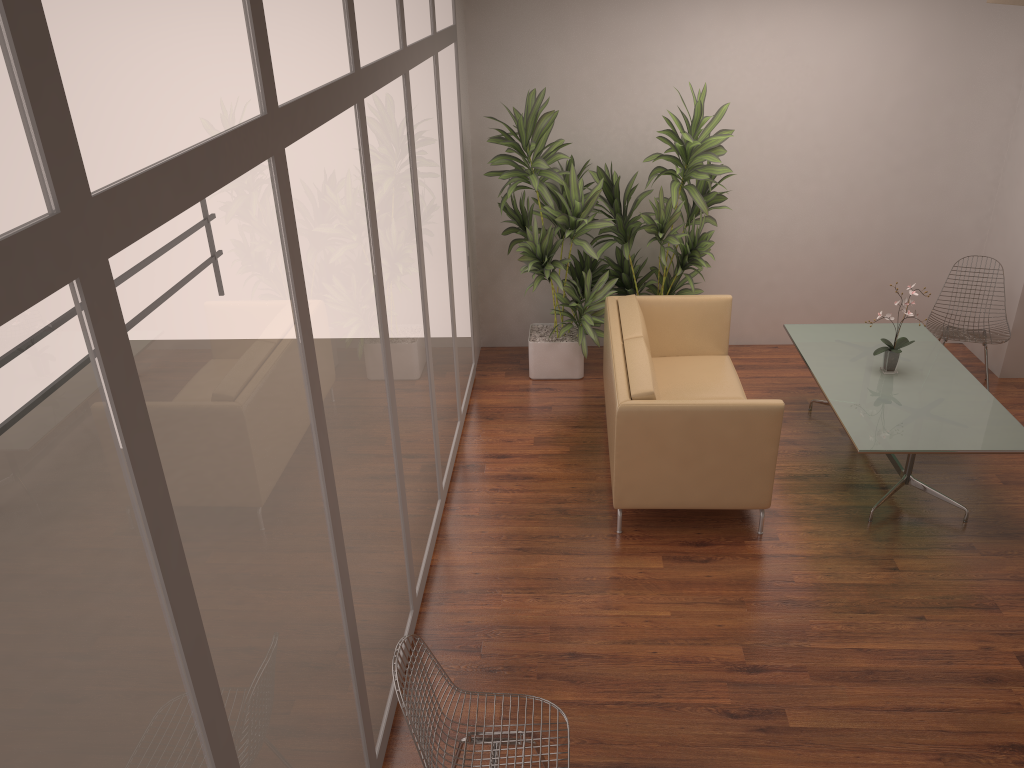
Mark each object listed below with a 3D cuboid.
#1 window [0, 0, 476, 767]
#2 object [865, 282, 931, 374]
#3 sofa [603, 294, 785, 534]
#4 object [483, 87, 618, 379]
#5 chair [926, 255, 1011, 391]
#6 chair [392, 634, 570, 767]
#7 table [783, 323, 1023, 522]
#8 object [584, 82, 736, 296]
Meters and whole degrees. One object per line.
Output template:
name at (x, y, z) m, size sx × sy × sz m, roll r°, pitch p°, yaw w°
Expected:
window at (-0.573, 0.069, 2.639) m, size 0.062 × 3.412 × 8.224 m, roll 0°, pitch 26°, yaw 4°
object at (2.337, -0.348, 5.264) m, size 0.370 × 0.614 × 0.286 m, roll -2°, pitch 28°, yaw -1°
sofa at (1.041, 0.091, 5.512) m, size 0.879 × 0.872 × 1.731 m, roll 0°, pitch 26°, yaw 4°
object at (0.375, -1.088, 6.542) m, size 0.964 × 2.191 × 1.040 m, roll 9°, pitch 30°, yaw 20°
chair at (3.243, -0.398, 6.293) m, size 0.541 × 0.938 × 0.540 m, roll 10°, pitch 30°, yaw 22°
chair at (-0.083, 1.268, 3.015) m, size 0.561 × 0.938 × 0.521 m, roll 0°, pitch 27°, yaw 4°
table at (2.323, 0.216, 5.475) m, size 0.940 × 0.583 × 1.797 m, roll 0°, pitch 25°, yaw 4°
object at (1.051, -1.097, 6.504) m, size 1.079 × 2.191 × 0.929 m, roll 6°, pitch 29°, yaw 15°
